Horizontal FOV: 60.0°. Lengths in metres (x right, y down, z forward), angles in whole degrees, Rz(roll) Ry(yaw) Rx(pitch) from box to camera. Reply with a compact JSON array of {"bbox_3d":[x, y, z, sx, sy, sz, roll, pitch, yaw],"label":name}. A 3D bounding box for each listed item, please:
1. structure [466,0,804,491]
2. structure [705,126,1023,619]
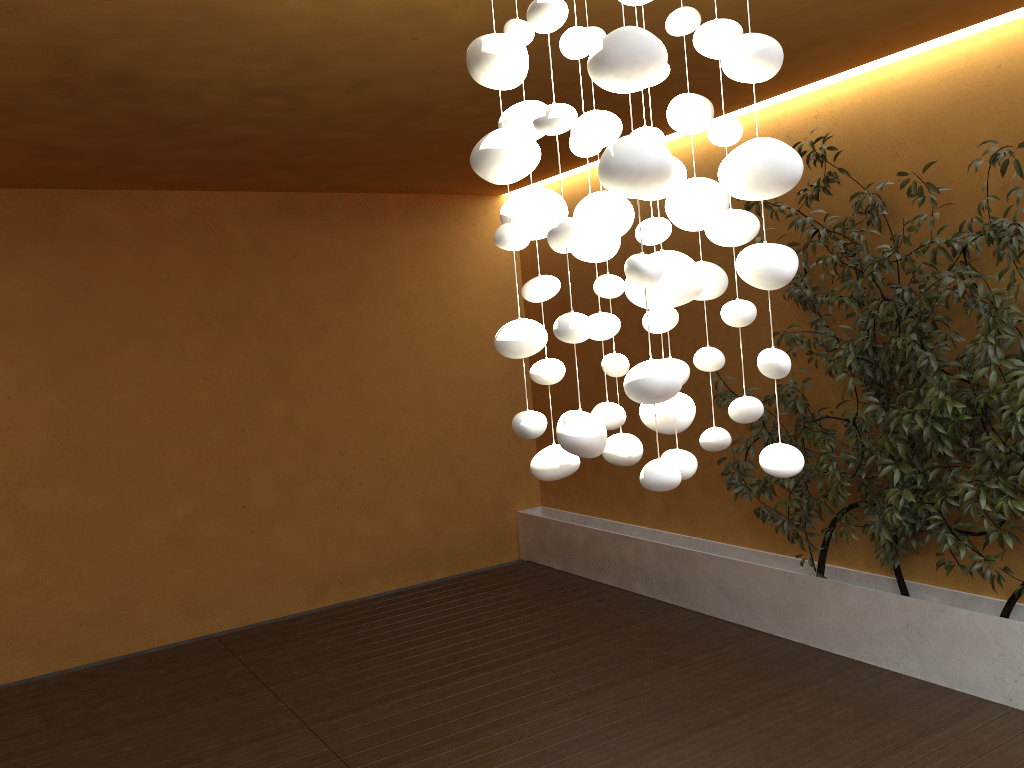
[{"bbox_3d":[0.252,-0.547,1.902,1.002,1.529,1.002,-4,3,17],"label":"structure"},{"bbox_3d":[2.043,-0.071,3.791,0.622,2.483,3.166,-7,3,-33],"label":"structure"}]
